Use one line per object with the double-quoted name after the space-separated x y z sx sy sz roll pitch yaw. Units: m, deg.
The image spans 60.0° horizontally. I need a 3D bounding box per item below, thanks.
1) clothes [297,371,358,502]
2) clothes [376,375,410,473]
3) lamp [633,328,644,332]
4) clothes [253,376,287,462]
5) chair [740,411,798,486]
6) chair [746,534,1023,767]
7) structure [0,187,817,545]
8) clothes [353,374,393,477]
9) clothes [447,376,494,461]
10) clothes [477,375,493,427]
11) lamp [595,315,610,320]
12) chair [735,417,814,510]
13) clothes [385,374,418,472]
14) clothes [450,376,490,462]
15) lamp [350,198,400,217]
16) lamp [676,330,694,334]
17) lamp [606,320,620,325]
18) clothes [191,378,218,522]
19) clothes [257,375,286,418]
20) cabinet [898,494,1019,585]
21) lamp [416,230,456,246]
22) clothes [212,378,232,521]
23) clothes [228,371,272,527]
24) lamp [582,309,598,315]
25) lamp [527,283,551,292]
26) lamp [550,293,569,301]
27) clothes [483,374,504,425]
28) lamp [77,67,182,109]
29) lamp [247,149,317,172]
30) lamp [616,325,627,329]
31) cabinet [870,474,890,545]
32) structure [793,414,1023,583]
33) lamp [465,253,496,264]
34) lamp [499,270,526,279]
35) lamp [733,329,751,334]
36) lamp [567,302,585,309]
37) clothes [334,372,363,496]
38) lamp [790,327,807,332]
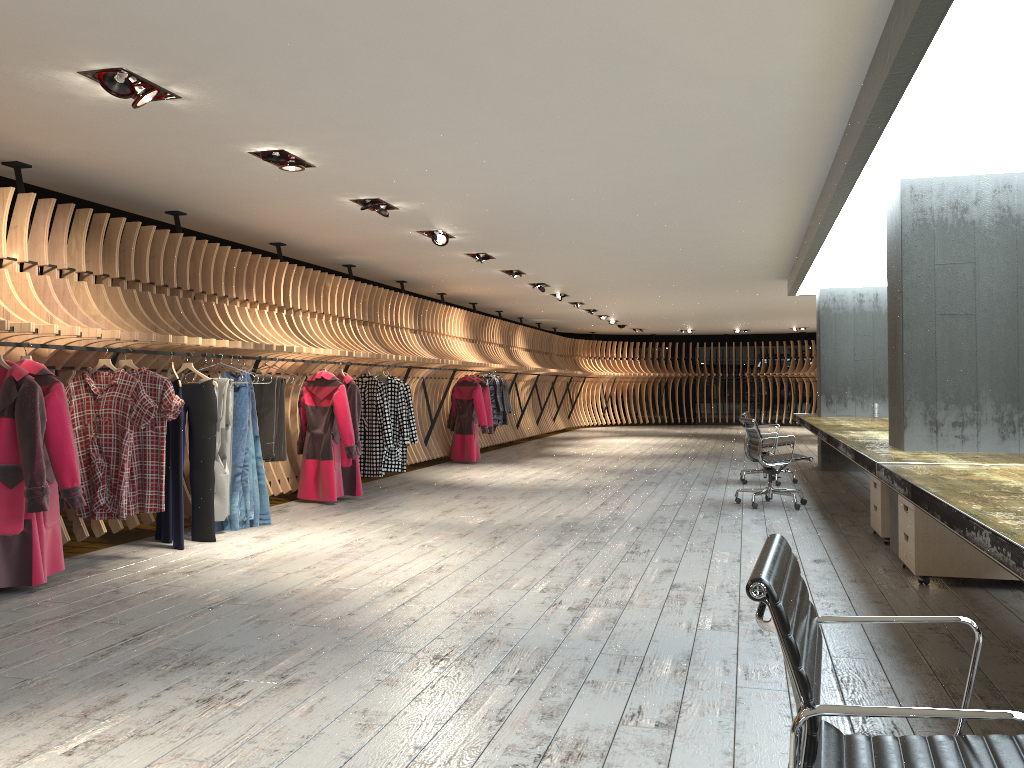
-1.907 0.520 9.037 0.839 1.312 0.321 -1 -1 34 "clothes"
-1.567 0.465 10.341 0.773 1.161 0.191 0 -1 15 "clothes"
3.494 -1.574 24.655 0.492 0.279 0.269 0 -1 -34 "lamp"
-2.172 0.312 7.913 0.278 0.767 0.263 -1 -1 22 "clothes"
3.114 0.770 10.747 0.667 0.860 0.693 0 -1 11 "chair"
0.735 0.743 1.551 0.667 0.860 0.693 0 -1 11 "chair"
4.814 -0.099 8.620 14.881 2.440 36.546 0 0 15 "structure"
-1.628 0.464 10.055 0.773 1.161 0.191 -1 -1 35 "clothes"
-0.673 0.537 13.975 0.840 1.317 0.318 -1 -1 22 "clothes"
-0.485 0.275 14.330 0.166 0.854 0.745 1 -1 -30 "clothes"
2.059 -1.579 20.126 0.269 0.293 0.492 0 0 15 "lamp"
2.590 0.764 8.737 0.667 0.860 0.693 0 -1 -9 "chair"
-1.496 0.465 10.554 0.773 1.161 0.191 0 -1 5 "clothes"
-0.676 0.531 13.688 0.839 1.312 0.321 -1 -1 44 "clothes"
-1.205 -1.619 7.795 0.269 0.284 0.492 0 0 15 "lamp"
4.950 -1.568 25.259 0.492 0.293 0.269 0 -1 -11 "lamp"
2.467 -1.576 21.668 0.269 0.291 0.492 0 0 15 "lamp"
-2.419 0.522 7.004 0.170 1.143 0.273 1 -2 -43 "clothes"
-2.246 0.306 8.112 0.336 0.776 0.254 -1 -1 30 "clothes"
2.980 0.866 5.336 1.131 0.630 0.593 0 -1 15 "cabinet"
-0.797 -1.611 9.336 0.269 0.291 0.492 0 0 15 "lamp"
-2.379 0.520 7.104 0.278 1.141 0.172 -1 -1 22 "clothes"
-2.241 0.659 7.626 0.373 1.537 0.312 -1 -1 26 "clothes"
1.651 -1.582 18.585 0.269 0.295 0.492 0 0 15 "lamp"
0.427 -1.597 13.960 0.269 0.294 0.492 0 0 15 "lamp"
0.835 -1.588 15.502 0.269 0.302 0.492 0 -1 15 "lamp"
-0.387 0.262 14.594 0.501 0.854 0.245 0 -1 -1 "clothes"
-2.021 -1.620 4.711 0.269 0.301 0.492 0 -1 15 "lamp"
-1.613 -1.618 6.253 0.269 0.296 0.492 0 0 15 "lamp"
2.875 -1.575 23.210 0.269 0.284 0.492 0 0 15 "lamp"
3.327 0.869 6.644 1.131 0.630 0.593 0 -1 15 "cabinet"
4.408 0.752 4.501 4.835 0.844 18.471 0 0 15 "structure"
-0.389 -1.605 10.877 0.269 0.294 0.492 0 0 15 "lamp"
0.019 -1.600 12.419 0.269 0.295 0.492 0 0 15 "lamp"
6.530 -1.573 25.190 0.492 0.291 0.269 0 -1 19 "lamp"
1.243 -1.585 17.043 0.269 0.298 0.492 0 -1 15 "lamp"
-1.834 0.521 9.316 0.839 1.312 0.321 -1 -1 44 "clothes"
7.894 -1.577 24.394 0.492 0.295 0.269 -1 -1 42 "lamp"
